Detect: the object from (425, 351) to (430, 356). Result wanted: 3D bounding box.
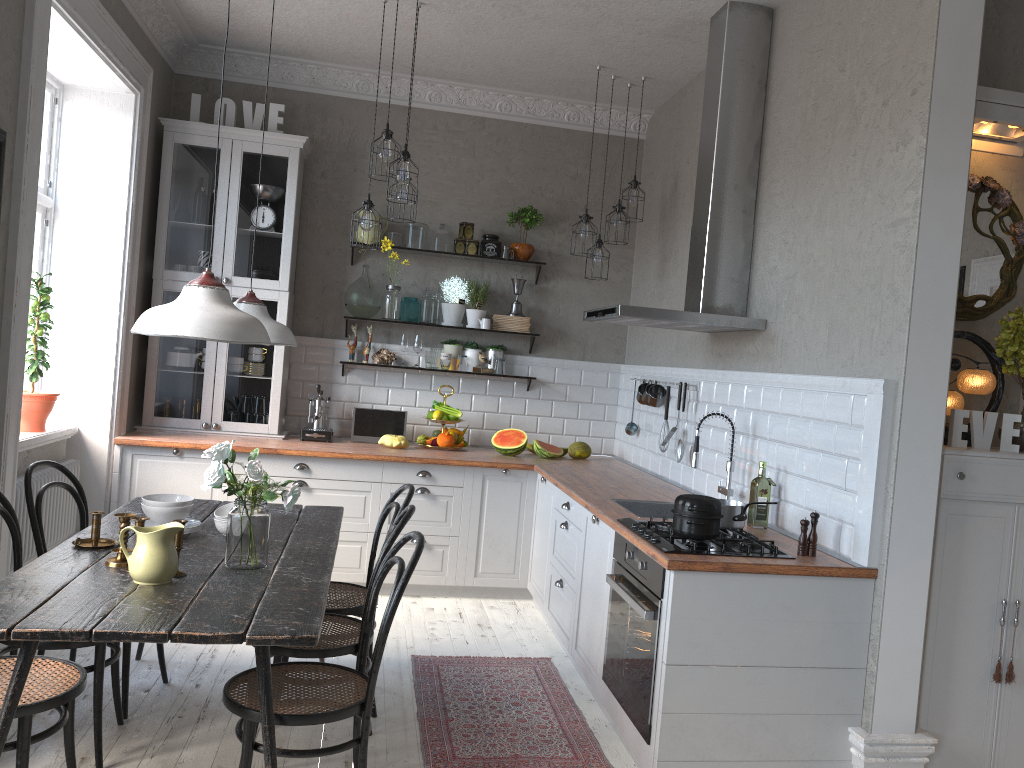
[{"bbox_3d":[-0.560,-0.182,6.057,0.077,0.083,0.078,5,1,8],"label":"object"}]

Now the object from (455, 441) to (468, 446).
[{"bbox_3d":[-0.391,0.385,5.953,0.213,0.044,0.055,6,2,27],"label":"object"}]

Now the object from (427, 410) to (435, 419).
[{"bbox_3d":[-0.514,0.215,5.863,0.097,0.078,0.099,4,1,-23],"label":"object"}]

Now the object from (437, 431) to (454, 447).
[{"bbox_3d":[-0.432,0.361,5.753,0.115,0.110,0.109,4,2,-43],"label":"object"}]

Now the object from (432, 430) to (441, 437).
[{"bbox_3d":[-0.484,0.341,5.941,0.078,0.076,0.156,5,1,17],"label":"object"}]

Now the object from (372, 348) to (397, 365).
[{"bbox_3d":[-0.863,-0.184,5.943,0.180,0.111,0.094,4,2,-33],"label":"object"}]

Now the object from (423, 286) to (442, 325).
[{"bbox_3d":[-0.556,-0.537,6.110,0.132,0.264,0.131,5,1,-5],"label":"object"}]

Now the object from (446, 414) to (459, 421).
[{"bbox_3d":[-0.400,0.233,5.859,0.077,0.062,0.098,4,2,-37],"label":"object"}]

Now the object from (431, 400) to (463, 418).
[{"bbox_3d":[-0.428,0.164,5.846,0.211,0.101,0.067,5,1,-5],"label":"object"}]

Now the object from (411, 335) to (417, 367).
[{"bbox_3d":[-0.644,-0.222,6.021,0.083,0.217,0.080,4,1,-24],"label":"object"}]

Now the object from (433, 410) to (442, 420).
[{"bbox_3d":[-0.486,0.203,5.792,0.059,0.069,0.079,5,1,10],"label":"object"}]

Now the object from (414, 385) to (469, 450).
[{"bbox_3d":[-0.451,0.218,5.870,0.358,0.425,0.346,4,1,-25],"label":"object"}]

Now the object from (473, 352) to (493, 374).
[{"bbox_3d":[-0.190,-0.146,6.059,0.121,0.147,0.098,4,2,-42],"label":"object"}]

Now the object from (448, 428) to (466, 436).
[{"bbox_3d":[-0.366,0.323,5.914,0.128,0.056,0.059,4,1,-18],"label":"object"}]

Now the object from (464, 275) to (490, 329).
[{"bbox_3d":[-0.241,-0.567,6.056,0.166,0.380,0.188,6,2,41],"label":"object"}]

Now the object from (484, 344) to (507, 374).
[{"bbox_3d":[-0.112,-0.175,6.170,0.160,0.213,0.151,5,1,-13],"label":"object"}]

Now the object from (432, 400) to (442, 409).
[{"bbox_3d":[-0.492,0.137,5.837,0.074,0.058,0.050,4,2,-33],"label":"object"}]

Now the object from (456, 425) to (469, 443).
[{"bbox_3d":[-0.339,0.332,5.912,0.060,0.120,0.127,5,1,14],"label":"object"}]

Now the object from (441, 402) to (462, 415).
[{"bbox_3d":[-0.411,0.174,5.918,0.179,0.096,0.089,5,1,9],"label":"object"}]

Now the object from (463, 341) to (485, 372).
[{"bbox_3d":[-0.273,-0.189,6.129,0.171,0.214,0.149,5,1,19],"label":"object"}]

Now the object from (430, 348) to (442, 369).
[{"bbox_3d":[-0.519,-0.172,5.990,0.080,0.139,0.077,4,2,-37],"label":"object"}]

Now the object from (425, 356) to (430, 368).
[{"bbox_3d":[-0.563,-0.149,6.058,0.077,0.083,0.078,5,1,8],"label":"object"}]

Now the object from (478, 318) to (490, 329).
[{"bbox_3d":[-0.179,-0.407,6.010,0.104,0.071,0.063,5,1,19],"label":"object"}]

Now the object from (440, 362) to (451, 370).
[{"bbox_3d":[-0.449,-0.121,5.962,0.078,0.051,0.076,5,1,-17],"label":"object"}]

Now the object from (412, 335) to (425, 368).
[{"bbox_3d":[-0.628,-0.219,5.933,0.083,0.217,0.080,4,1,-24],"label":"object"}]

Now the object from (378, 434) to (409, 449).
[{"bbox_3d":[-0.753,0.366,5.648,0.198,0.083,0.188,5,1,-10],"label":"object"}]

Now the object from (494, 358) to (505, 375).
[{"bbox_3d":[-0.080,-0.120,6.063,0.079,0.108,0.077,5,1,-17],"label":"object"}]

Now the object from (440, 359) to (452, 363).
[{"bbox_3d":[-0.447,-0.138,5.961,0.078,0.051,0.076,5,1,-17],"label":"object"}]

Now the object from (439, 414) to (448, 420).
[{"bbox_3d":[-0.450,0.228,5.815,0.064,0.061,0.066,5,1,-10],"label":"object"}]

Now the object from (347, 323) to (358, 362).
[{"bbox_3d":[-1.069,-0.277,5.940,0.054,0.264,0.060,4,2,-39],"label":"object"}]

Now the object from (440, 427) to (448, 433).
[{"bbox_3d":[-0.451,0.333,5.940,0.086,0.093,0.086,5,1,-14],"label":"object"}]

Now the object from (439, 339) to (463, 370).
[{"bbox_3d":[-0.425,-0.206,6.090,0.159,0.217,0.153,4,1,-30],"label":"object"}]

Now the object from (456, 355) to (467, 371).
[{"bbox_3d":[-0.341,-0.142,6.037,0.079,0.108,0.077,5,1,-17],"label":"object"}]

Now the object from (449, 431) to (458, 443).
[{"bbox_3d":[-0.403,0.350,5.834,0.088,0.078,0.088,5,1,16],"label":"object"}]

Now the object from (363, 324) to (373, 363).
[{"bbox_3d":[-0.962,-0.268,5.945,0.052,0.264,0.062,5,1,26],"label":"object"}]

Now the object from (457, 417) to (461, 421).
[{"bbox_3d":[-0.364,0.233,5.897,0.052,0.050,0.049,5,1,-1],"label":"object"}]

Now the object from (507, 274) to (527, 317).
[{"bbox_3d":[0.038,-0.608,6.134,0.133,0.287,0.128,4,1,-25],"label":"object"}]

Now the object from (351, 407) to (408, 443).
[{"bbox_3d":[-0.874,0.280,5.826,0.354,0.226,0.087,5,1,-11],"label":"object"}]

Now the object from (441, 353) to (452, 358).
[{"bbox_3d":[-0.443,-0.181,5.960,0.078,0.051,0.076,4,1,-24],"label":"object"}]

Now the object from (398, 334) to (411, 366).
[{"bbox_3d":[-0.730,-0.229,6.008,0.083,0.217,0.080,4,1,-24],"label":"object"}]

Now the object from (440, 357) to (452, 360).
[{"bbox_3d":[-0.446,-0.155,5.961,0.077,0.051,0.077,5,1,9],"label":"object"}]

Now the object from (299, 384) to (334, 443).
[{"bbox_3d":[-1.238,0.180,5.663,0.207,0.370,0.350,5,1,-10],"label":"object"}]

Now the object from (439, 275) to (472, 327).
[{"bbox_3d":[-0.381,-0.568,6.081,0.243,0.354,0.235,5,1,8],"label":"object"}]

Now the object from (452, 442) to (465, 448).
[{"bbox_3d":[-0.357,0.400,5.837,0.088,0.051,0.069,6,2,37],"label":"object"}]
